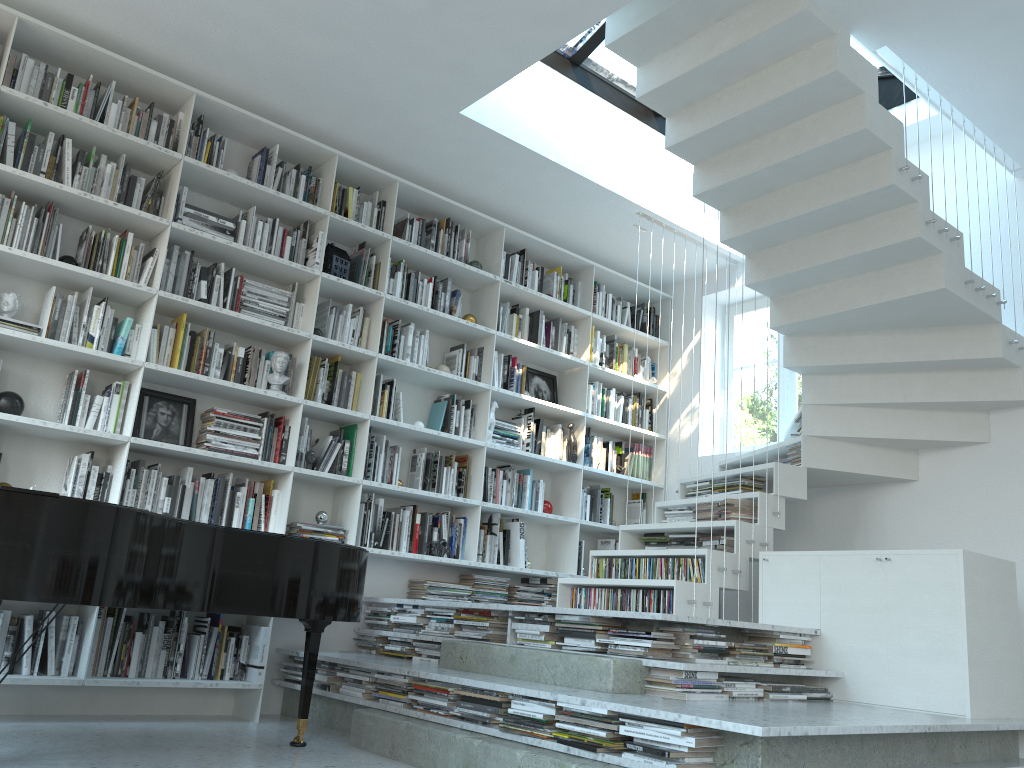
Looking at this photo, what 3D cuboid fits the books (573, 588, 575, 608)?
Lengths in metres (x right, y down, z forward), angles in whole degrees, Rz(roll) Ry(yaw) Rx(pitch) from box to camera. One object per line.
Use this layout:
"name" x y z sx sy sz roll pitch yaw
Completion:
"books" 0.387 1.197 4.909 0.125 0.125 0.010 16 -18 -37

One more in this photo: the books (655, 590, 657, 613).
"books" 0.763 1.107 4.464 0.125 0.125 0.008 16 -18 -37

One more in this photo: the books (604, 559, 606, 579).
"books" 0.566 1.050 4.980 0.125 0.125 0.007 16 -18 -37

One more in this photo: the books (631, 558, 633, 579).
"books" 0.693 1.020 4.830 0.125 0.125 0.009 16 -18 -37

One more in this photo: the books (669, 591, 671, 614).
"books" 0.823 1.093 4.394 0.125 0.125 0.009 16 -18 -37

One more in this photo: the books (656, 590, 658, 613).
"books" 0.770 1.105 4.456 0.125 0.125 0.012 16 -18 -37

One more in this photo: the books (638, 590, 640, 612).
"books" 0.692 1.124 4.549 0.125 0.125 0.011 16 -18 -37

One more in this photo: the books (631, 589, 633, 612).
"books" 0.662 1.131 4.584 0.125 0.125 0.008 16 -18 -37

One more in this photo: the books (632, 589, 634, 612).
"books" 0.667 1.130 4.579 0.125 0.125 0.008 16 -18 -37

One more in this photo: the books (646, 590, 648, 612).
"books" 0.726 1.116 4.509 0.125 0.125 0.007 16 -18 -37

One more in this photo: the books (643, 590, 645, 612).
"books" 0.713 1.119 4.523 0.125 0.125 0.012 16 -18 -37

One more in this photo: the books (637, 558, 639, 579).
"books" 0.720 1.013 4.798 0.125 0.125 0.010 16 -18 -37

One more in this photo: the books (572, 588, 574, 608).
"books" 0.381 1.198 4.916 0.125 0.125 0.008 16 -18 -37

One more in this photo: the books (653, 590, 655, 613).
"books" 0.758 1.108 4.470 0.125 0.125 0.010 16 -18 -37

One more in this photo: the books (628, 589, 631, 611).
"books" 0.651 1.134 4.597 0.125 0.125 0.010 16 -18 -37

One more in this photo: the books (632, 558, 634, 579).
"books" 0.700 1.018 4.822 0.125 0.125 0.007 16 -18 -37

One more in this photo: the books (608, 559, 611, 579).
"books" 0.587 1.045 4.955 0.125 0.125 0.010 16 -18 -37

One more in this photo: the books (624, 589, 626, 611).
"books" 0.631 1.138 4.620 0.125 0.125 0.008 16 -18 -37

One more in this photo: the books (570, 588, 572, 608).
"books" 0.372 1.201 4.927 0.125 0.125 0.007 16 -18 -37

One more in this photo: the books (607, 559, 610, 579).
"books" 0.581 1.047 4.962 0.125 0.125 0.008 16 -18 -37

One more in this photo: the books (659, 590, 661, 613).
"books" 0.782 1.102 4.442 0.125 0.125 0.009 16 -18 -37

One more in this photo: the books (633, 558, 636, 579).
"books" 0.706 1.017 4.815 0.125 0.125 0.010 16 -18 -37

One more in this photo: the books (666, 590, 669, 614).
"books" 0.809 1.096 4.410 0.125 0.125 0.010 16 -18 -37

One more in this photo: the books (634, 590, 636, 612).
"books" 0.676 1.128 4.568 0.125 0.125 0.007 16 -18 -37

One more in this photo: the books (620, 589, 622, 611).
"books" 0.612 1.143 4.643 0.125 0.125 0.008 16 -18 -37

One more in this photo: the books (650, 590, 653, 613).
"books" 0.745 1.111 4.486 0.125 0.125 0.008 16 -18 -37

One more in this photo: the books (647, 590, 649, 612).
"books" 0.730 1.115 4.503 0.125 0.125 0.007 16 -18 -37

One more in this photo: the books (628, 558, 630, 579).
"books" 0.681 1.023 4.844 0.125 0.125 0.012 16 -18 -37

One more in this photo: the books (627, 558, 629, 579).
"books" 0.675 1.024 4.852 0.125 0.125 0.008 16 -18 -37

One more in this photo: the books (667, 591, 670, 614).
"books" 0.816 1.094 4.402 0.125 0.125 0.013 16 -18 -37

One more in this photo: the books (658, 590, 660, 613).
"books" 0.777 1.104 4.448 0.125 0.125 0.010 16 -18 -37

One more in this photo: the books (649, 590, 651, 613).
"books" 0.740 1.112 4.492 0.125 0.125 0.008 16 -18 -37

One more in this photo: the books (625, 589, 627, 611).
"books" 0.636 1.137 4.614 0.125 0.125 0.007 16 -18 -37

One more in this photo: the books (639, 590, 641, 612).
"books" 0.698 1.123 4.542 0.125 0.125 0.008 16 -18 -37

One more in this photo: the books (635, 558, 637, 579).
"books" 0.713 1.015 4.806 0.125 0.125 0.014 16 -18 -37

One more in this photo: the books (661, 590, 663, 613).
"books" 0.788 1.101 4.435 0.125 0.125 0.007 16 -18 -37

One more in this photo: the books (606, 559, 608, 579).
"books" 0.576 1.048 4.968 0.125 0.125 0.008 16 -18 -37

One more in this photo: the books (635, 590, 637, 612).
"books" 0.681 1.127 4.562 0.125 0.125 0.008 16 -18 -37

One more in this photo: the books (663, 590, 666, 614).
"books" 0.802 1.098 4.419 0.125 0.125 0.014 16 -18 -37

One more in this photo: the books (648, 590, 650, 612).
"books" 0.735 1.114 4.498 0.125 0.125 0.007 16 -18 -37

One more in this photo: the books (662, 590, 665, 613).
"books" 0.794 1.099 4.428 0.125 0.125 0.010 16 -18 -37

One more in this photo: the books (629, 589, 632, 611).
"books" 0.656 1.133 4.591 0.125 0.125 0.010 16 -18 -37

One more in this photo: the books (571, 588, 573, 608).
"books" 0.377 1.199 4.921 0.125 0.125 0.008 16 -18 -37

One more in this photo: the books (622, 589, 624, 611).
"books" 0.622 1.141 4.631 0.125 0.125 0.008 16 -18 -37

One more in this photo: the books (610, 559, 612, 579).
"books" 0.594 1.043 4.947 0.125 0.125 0.010 16 -18 -37

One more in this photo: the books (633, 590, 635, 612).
"books" 0.671 1.129 4.573 0.125 0.125 0.008 16 -18 -37

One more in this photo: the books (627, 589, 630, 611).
"books" 0.647 1.135 4.602 0.125 0.125 0.008 16 -18 -37

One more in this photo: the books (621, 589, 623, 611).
"books" 0.618 1.142 4.637 0.125 0.125 0.008 16 -18 -37

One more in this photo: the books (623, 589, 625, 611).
"books" 0.627 1.140 4.626 0.125 0.125 0.008 16 -18 -37

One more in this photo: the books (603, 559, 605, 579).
"books" 0.562 1.051 4.985 0.125 0.125 0.007 16 -18 -37

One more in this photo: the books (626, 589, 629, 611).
"books" 0.641 1.136 4.609 0.125 0.125 0.008 16 -18 -37

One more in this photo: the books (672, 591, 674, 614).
"books" 0.835 1.090 4.379 0.125 0.125 0.009 16 -18 -37

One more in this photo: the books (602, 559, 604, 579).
"books" 0.557 1.052 4.991 0.125 0.125 0.008 16 -18 -37

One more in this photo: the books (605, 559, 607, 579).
"books" 0.571 1.049 4.974 0.125 0.125 0.007 16 -18 -37

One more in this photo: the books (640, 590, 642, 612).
"books" 0.703 1.121 4.536 0.125 0.125 0.008 16 -18 -37

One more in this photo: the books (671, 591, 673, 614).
"books" 0.829 1.091 4.387 0.125 0.125 0.011 16 -18 -37

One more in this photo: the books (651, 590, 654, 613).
"books" 0.751 1.110 4.479 0.125 0.125 0.010 16 -18 -37

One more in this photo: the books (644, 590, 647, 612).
"books" 0.720 1.117 4.515 0.125 0.125 0.008 16 -18 -37
